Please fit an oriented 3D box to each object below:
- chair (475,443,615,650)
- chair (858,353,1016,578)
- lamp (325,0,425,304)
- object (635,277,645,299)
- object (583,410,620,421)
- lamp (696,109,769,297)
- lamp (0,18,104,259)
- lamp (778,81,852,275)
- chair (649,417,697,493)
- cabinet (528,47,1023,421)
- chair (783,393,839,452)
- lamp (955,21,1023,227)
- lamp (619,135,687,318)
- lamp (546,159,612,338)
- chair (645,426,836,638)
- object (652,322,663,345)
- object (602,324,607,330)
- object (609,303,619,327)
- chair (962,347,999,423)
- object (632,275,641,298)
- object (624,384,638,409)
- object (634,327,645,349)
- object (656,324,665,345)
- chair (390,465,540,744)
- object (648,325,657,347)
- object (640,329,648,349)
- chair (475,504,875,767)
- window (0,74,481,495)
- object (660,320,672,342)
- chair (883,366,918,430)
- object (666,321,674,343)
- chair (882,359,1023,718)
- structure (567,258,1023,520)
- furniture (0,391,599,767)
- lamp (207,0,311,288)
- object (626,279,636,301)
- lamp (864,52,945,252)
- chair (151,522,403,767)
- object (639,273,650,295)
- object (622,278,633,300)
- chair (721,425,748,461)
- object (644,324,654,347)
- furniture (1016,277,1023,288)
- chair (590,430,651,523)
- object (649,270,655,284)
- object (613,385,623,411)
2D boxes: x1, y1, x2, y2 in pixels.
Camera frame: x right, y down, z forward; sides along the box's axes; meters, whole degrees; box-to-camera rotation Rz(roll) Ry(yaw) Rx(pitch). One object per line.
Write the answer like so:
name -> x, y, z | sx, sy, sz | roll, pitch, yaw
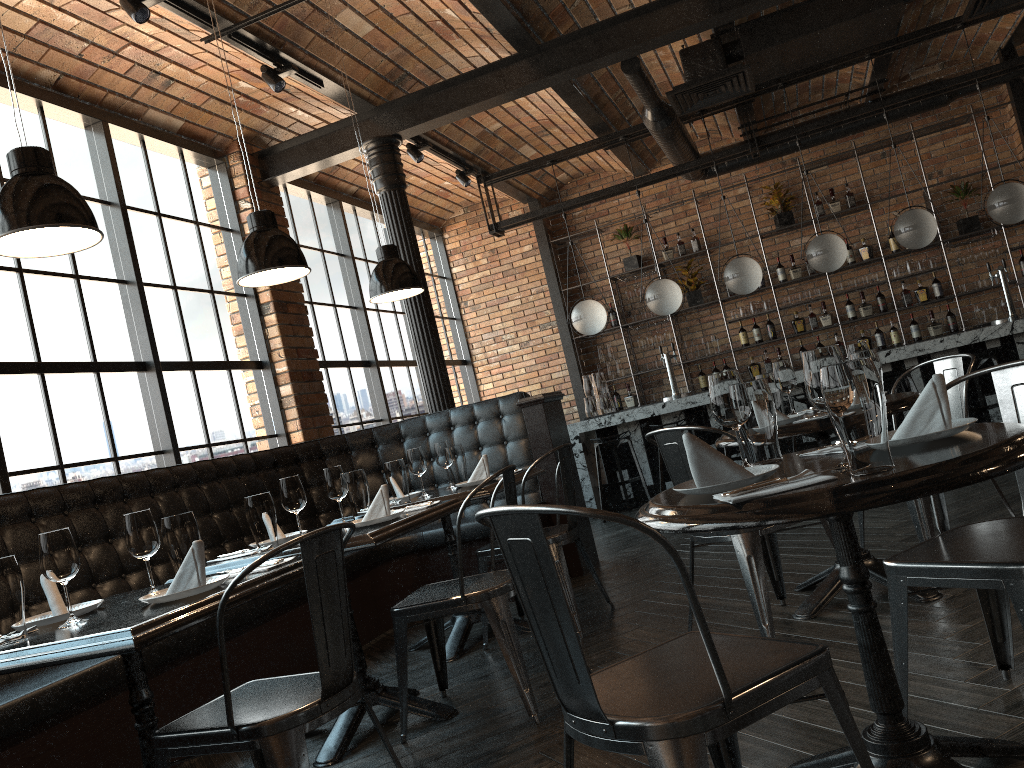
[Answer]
chair -> 0.107, 0.764, 4.303 | 0.558, 0.857, 0.504 | -14, -3, 23
chair -> 1.801, 0.343, 3.886 | 0.558, 0.857, 0.504 | -12, -3, -17
lamp -> -0.778, -1.253, 4.582 | 0.291, 1.653, 0.291 | -12, -3, -27
object -> 1.463, -1.106, 10.178 | 0.092, 0.244, 0.092 | -15, -3, 24
object -> 0.865, 0.302, 8.542 | 0.273, 0.019, 0.437 | -14, -3, 18
lamp -> 1.928, -1.641, 8.039 | 0.340, 1.754, 0.340 | -12, -3, -26
lamp -> -1.474, -1.192, 2.491 | 0.291, 1.653, 0.291 | -13, -3, -7
lamp -> 2.603, -1.812, 7.810 | 0.340, 1.754, 0.340 | -12, -3, -26
chair -> 1.489, 0.670, 7.732 | 0.475, 0.737, 0.414 | -14, -3, 23
cabinet -> 2.159, -0.883, 9.834 | 7.075, 3.779, 0.564 | -14, -3, 18
chair -> 2.543, 0.403, 7.373 | 0.475, 0.737, 0.414 | -15, -3, 28
lamp -> 3.952, -2.154, 7.351 | 0.340, 1.754, 0.340 | -12, -3, -26
lamp -> 1.253, -1.471, 8.269 | 0.340, 1.754, 0.340 | -12, -3, -26
lamp -> 0.579, -1.300, 8.499 | 0.340, 1.754, 0.340 | -12, -3, -26
chair -> 0.907, 0.531, 3.425 | 0.558, 0.857, 0.504 | -12, -3, -27
object -> 1.634, -0.568, 9.963 | 0.092, 0.244, 0.092 | -15, -3, 24
object -> 1.016, -0.743, 10.245 | 0.123, 0.279, 0.123 | -14, -3, 7
object -> 1.162, -0.791, 10.213 | 0.086, 0.299, 0.086 | -12, -3, -23
chair -> 3.703, 0.109, 6.979 | 0.475, 0.737, 0.414 | -14, -3, 23
object -> 1.411, -1.101, 10.022 | 0.092, 0.244, 0.092 | -15, -3, 24
object -> 1.355, 0.133, 10.157 | 0.123, 0.279, 0.123 | -15, -3, 32
object -> 1.441, -0.519, 10.028 | 0.092, 0.244, 0.092 | -15, -3, 24
object -> 1.686, -0.572, 10.119 | 0.092, 0.244, 0.092 | -15, -3, 24
chair -> -0.169, 0.779, 3.295 | 0.558, 0.857, 0.504 | -14, -3, 13
object -> 1.595, -0.549, 10.150 | 0.092, 0.244, 0.092 | -15, -3, 24
object -> 1.493, -0.523, 10.185 | 0.092, 0.244, 0.092 | -15, -3, 24
chair -> 0.314, 0.585, 1.689 | 0.558, 0.857, 0.504 | -12, -3, -32
window -> -3.105, -0.034, 2.919 | 0.168, 3.253, 16.179 | -14, -3, 18
object -> 1.729, -0.592, 9.930 | 0.092, 0.244, 0.092 | -15, -3, 24
chair -> 3.133, 0.254, 7.173 | 0.475, 0.737, 0.414 | -14, -3, 13
object -> 1.781, -0.596, 10.087 | 0.092, 0.244, 0.092 | -15, -3, 24
chair -> 1.203, 0.398, 2.148 | 0.558, 0.857, 0.504 | -12, -3, -32
structure -> 3.311, -0.089, 8.272 | 5.346, 1.430, 1.930 | -14, -3, 18
furniture -> -1.298, 0.881, 3.646 | 1.979, 1.212, 5.451 | -14, -3, 18
lamp -> -1.126, -1.222, 3.537 | 0.291, 1.653, 0.291 | -16, -4, 43
object -> 1.362, -1.080, 10.212 | 0.092, 0.244, 0.092 | -15, -3, 24
lamp -> 3.277, -1.983, 7.580 | 0.340, 1.754, 0.340 | -12, -3, -26
chair -> -0.609, 0.832, 2.264 | 0.558, 0.857, 0.504 | -14, -3, 23
object -> 1.502, -1.125, 9.990 | 0.092, 0.244, 0.092 | -15, -3, 24
object -> 1.310, -1.076, 10.056 | 0.092, 0.244, 0.092 | -15, -3, 24
chair -> 2.008, 0.538, 7.555 | 0.475, 0.737, 0.414 | -14, -3, 13
object -> 1.543, -0.545, 9.994 | 0.092, 0.244, 0.092 | -15, -3, 24
furniture -> 3.058, -0.222, 2.159 | 1.979, 1.212, 5.451 | -14, -3, 18
chair -> 0.964, 0.803, 7.911 | 0.475, 0.737, 0.414 | -14, -3, 8
object -> 1.598, -1.149, 9.958 | 0.092, 0.244, 0.092 | -15, -3, 24
object -> 1.205, 0.160, 10.196 | 0.086, 0.297, 0.086 | -11, -4, -38
